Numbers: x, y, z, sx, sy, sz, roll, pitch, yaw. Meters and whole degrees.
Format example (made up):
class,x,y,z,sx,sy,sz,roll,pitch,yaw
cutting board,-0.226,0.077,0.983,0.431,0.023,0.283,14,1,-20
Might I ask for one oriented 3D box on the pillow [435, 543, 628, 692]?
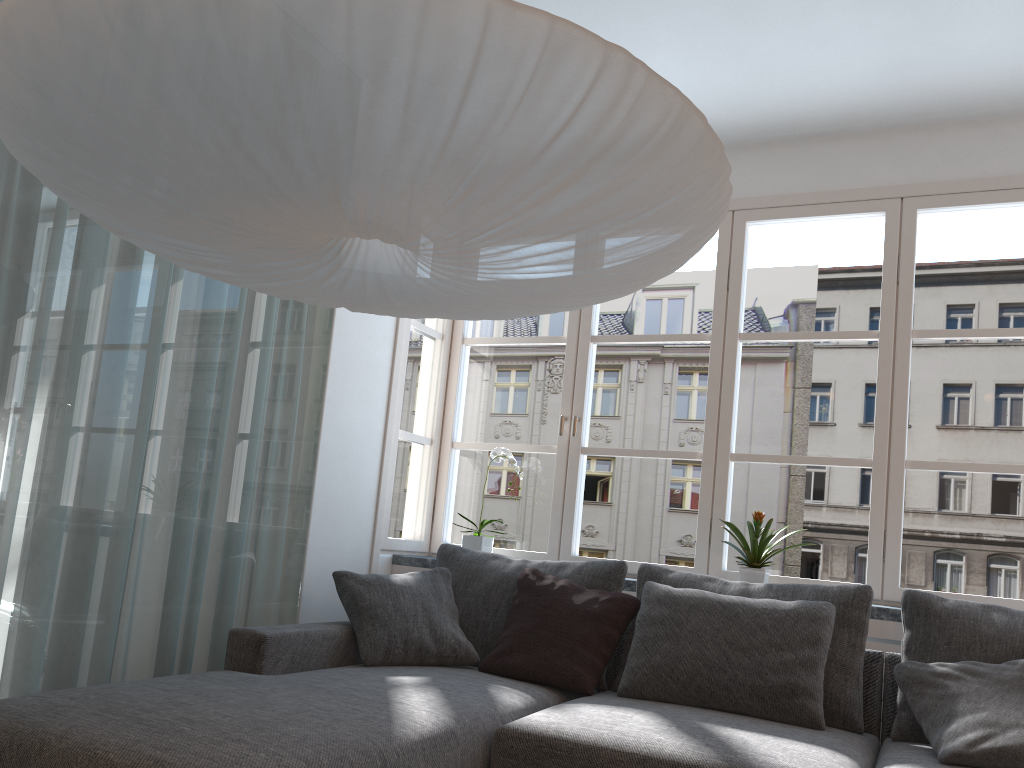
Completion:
class,x,y,z,sx,sy,sz,roll,pitch,yaw
pillow,0.006,0.888,3.447,0.835,0.474,0.278,1,-8,26

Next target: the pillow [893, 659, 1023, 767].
class,x,y,z,sx,sy,sz,roll,pitch,yaw
pillow,1.394,0.909,2.502,0.491,0.318,0.449,4,-9,8

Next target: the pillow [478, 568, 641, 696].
class,x,y,z,sx,sy,sz,roll,pitch,yaw
pillow,0.167,0.881,3.193,0.520,0.400,0.314,1,-9,28

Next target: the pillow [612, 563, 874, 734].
class,x,y,z,sx,sy,sz,roll,pitch,yaw
pillow,0.794,0.894,3.078,0.838,0.471,0.279,1,-8,26

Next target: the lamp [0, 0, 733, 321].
class,x,y,z,sx,sy,sz,roll,pitch,yaw
lamp,-0.296,-0.340,1.859,1.477,0.208,1.478,11,-11,-27

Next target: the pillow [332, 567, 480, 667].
class,x,y,z,sx,sy,sz,roll,pitch,yaw
pillow,-0.397,0.861,3.305,0.517,0.356,0.348,10,-9,-24

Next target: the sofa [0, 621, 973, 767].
class,x,y,z,sx,sy,sz,roll,pitch,yaw
sofa,0.437,1.026,2.239,3.065,0.665,2.062,1,-11,26

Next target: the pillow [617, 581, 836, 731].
class,x,y,z,sx,sy,sz,roll,pitch,yaw
pillow,0.717,0.891,2.953,0.666,0.394,0.295,1,-9,26

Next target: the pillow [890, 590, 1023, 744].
class,x,y,z,sx,sy,sz,roll,pitch,yaw
pillow,1.611,0.901,2.670,0.835,0.473,0.278,1,-8,26

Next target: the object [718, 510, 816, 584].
class,x,y,z,sx,sy,sz,roll,pitch,yaw
object,0.999,0.668,3.523,0.376,0.325,0.326,5,-8,1
